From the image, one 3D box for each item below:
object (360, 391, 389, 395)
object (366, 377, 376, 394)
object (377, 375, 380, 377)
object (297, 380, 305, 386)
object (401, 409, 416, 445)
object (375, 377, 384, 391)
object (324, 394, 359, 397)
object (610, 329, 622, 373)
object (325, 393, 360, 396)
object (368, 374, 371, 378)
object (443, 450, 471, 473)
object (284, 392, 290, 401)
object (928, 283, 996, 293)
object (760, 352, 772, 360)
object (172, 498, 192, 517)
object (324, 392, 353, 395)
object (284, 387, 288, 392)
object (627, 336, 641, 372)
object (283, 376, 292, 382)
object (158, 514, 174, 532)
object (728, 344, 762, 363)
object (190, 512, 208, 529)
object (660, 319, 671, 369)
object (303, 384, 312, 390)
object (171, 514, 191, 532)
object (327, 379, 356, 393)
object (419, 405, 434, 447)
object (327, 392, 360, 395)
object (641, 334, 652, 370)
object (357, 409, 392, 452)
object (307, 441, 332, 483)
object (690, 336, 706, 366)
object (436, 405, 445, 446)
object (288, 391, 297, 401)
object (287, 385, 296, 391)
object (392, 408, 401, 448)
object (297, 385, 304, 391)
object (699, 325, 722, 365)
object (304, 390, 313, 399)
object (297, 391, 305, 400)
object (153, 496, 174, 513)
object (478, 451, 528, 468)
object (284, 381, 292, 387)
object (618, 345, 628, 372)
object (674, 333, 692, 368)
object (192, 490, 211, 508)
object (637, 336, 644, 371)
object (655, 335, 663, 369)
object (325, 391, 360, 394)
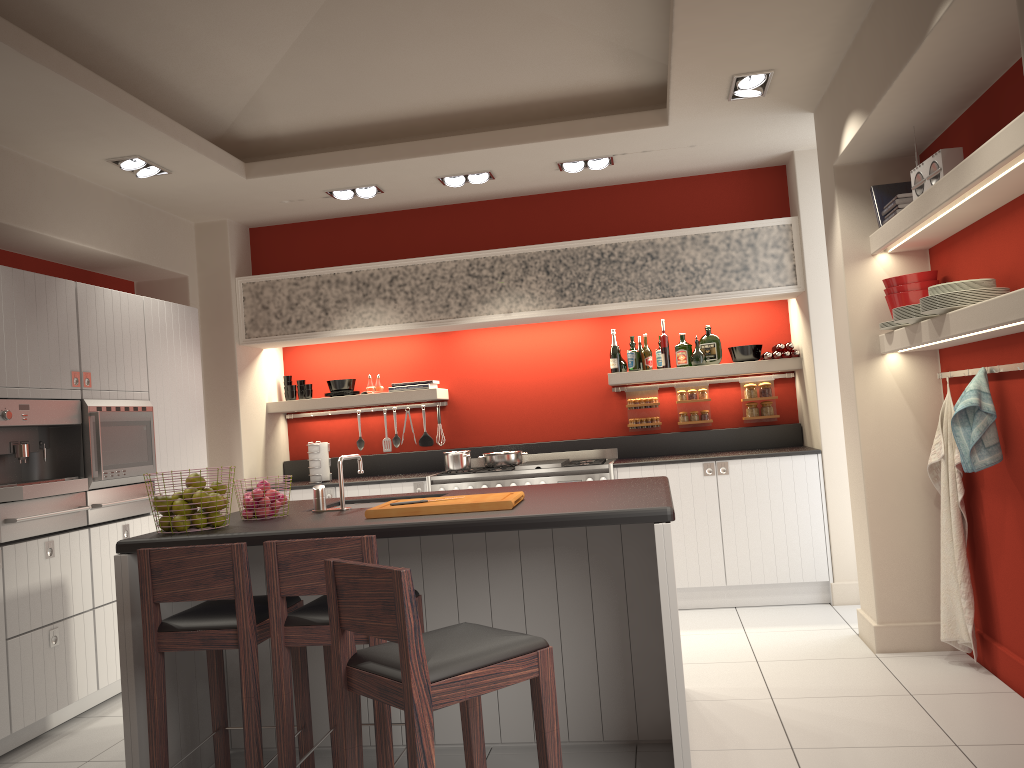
[{"bbox_3d":[-1.076,0.068,6.978,0.160,0.027,0.183,-6,-3,37],"label":"object"},{"bbox_3d":[-1.107,0.013,6.945,0.076,0.131,0.076,-2,-3,-39],"label":"object"},{"bbox_3d":[-1.057,-0.063,7.021,0.026,0.032,0.023,-4,-3,-8],"label":"object"},{"bbox_3d":[-1.694,0.008,7.130,0.070,0.076,0.070,-4,-3,-20],"label":"object"},{"bbox_3d":[-0.832,0.337,7.071,0.124,0.297,0.009,-5,-3,9],"label":"object"},{"bbox_3d":[-1.053,0.012,7.017,0.077,0.134,0.076,-4,-3,-7],"label":"object"},{"bbox_3d":[-1.347,0.097,7.044,0.280,0.016,0.280,-5,-2,8],"label":"object"},{"bbox_3d":[0.766,-0.244,6.597,0.083,0.331,0.083,-4,-3,-20],"label":"object"},{"bbox_3d":[-1.347,0.092,7.044,0.280,0.016,0.280,-5,-2,8],"label":"object"},{"bbox_3d":[-1.114,-0.062,6.949,0.023,0.031,0.024,-2,-3,-39],"label":"object"},{"bbox_3d":[-0.392,0.561,6.386,0.201,0.148,0.201,-5,-2,2],"label":"object"},{"bbox_3d":[-1.797,0.105,7.144,0.070,0.076,0.070,-4,-3,-20],"label":"object"},{"bbox_3d":[1.886,-0.393,3.717,0.255,0.015,0.255,-4,-2,-10],"label":"object"},{"bbox_3d":[1.852,-0.201,6.441,0.062,0.062,0.366,-5,-2,9],"label":"object"},{"bbox_3d":[-1.277,0.480,3.431,0.076,0.077,0.076,-3,-3,-26],"label":"object"},{"bbox_3d":[-1.348,0.081,7.044,0.280,0.016,0.280,-5,-2,8],"label":"object"},{"bbox_3d":[-1.800,0.061,7.146,0.070,0.076,0.070,-4,-3,-20],"label":"object"},{"bbox_3d":[0.897,-0.223,6.554,0.094,0.264,0.094,-4,-3,-2],"label":"object"},{"bbox_3d":[-1.807,-0.026,7.150,0.070,0.076,0.070,-4,-3,-20],"label":"object"},{"bbox_3d":[-1.331,0.537,3.430,0.068,0.068,0.068,-5,-3,20],"label":"object"},{"bbox_3d":[1.729,-0.218,6.557,0.251,0.121,0.251,-4,-2,-9],"label":"object"},{"bbox_3d":[-1.214,0.529,3.445,0.068,0.068,0.068,-5,-3,20],"label":"object"},{"bbox_3d":[1.133,-0.291,6.586,0.062,0.366,0.210,-5,-3,8],"label":"object"},{"bbox_3d":[-1.611,0.041,7.008,0.070,0.076,0.070,-4,-3,-20],"label":"object"},{"bbox_3d":[-1.261,0.530,3.377,0.068,0.068,0.068,-5,-3,20],"label":"object"},{"bbox_3d":[-1.353,0.024,7.047,0.232,0.108,0.232,-2,-3,-40],"label":"object"},{"bbox_3d":[-0.691,0.335,7.066,0.123,0.331,0.040,-5,-3,9],"label":"object"},{"bbox_3d":[-1.348,0.086,7.044,0.280,0.016,0.280,-5,-2,8],"label":"object"},{"bbox_3d":[1.008,-0.237,6.644,0.080,0.278,0.080,-5,-3,12],"label":"object"},{"bbox_3d":[-1.115,0.379,7.111,0.287,0.351,0.022,-5,-3,10],"label":"object"},{"bbox_3d":[-1.441,0.580,6.612,0.163,0.304,0.168,-6,-3,38],"label":"object"},{"bbox_3d":[1.354,-0.244,6.471,0.113,0.226,0.113,-5,-3,20],"label":"object"},{"bbox_3d":[-0.574,0.330,7.029,0.069,0.328,0.069,-4,-3,-14],"label":"object"},{"bbox_3d":[-1.726,0.093,6.974,0.070,0.076,0.070,-4,-3,-20],"label":"object"},{"bbox_3d":[-1.729,0.049,6.977,0.070,0.076,0.070,-4,-3,-20],"label":"object"},{"bbox_3d":[-0.929,0.349,7.084,0.067,0.324,0.022,-5,-3,8],"label":"object"},{"bbox_3d":[-1.691,0.052,7.128,0.070,0.076,0.070,-4,-3,-20],"label":"object"},{"bbox_3d":[1.469,-0.285,6.592,0.186,0.303,0.057,-7,-3,39],"label":"object"},{"bbox_3d":[-1.607,0.085,7.006,0.070,0.076,0.070,-4,-3,-20],"label":"object"},{"bbox_3d":[-1.687,0.096,7.126,0.070,0.076,0.070,-4,-3,-20],"label":"object"},{"bbox_3d":[-1.348,0.464,3.429,0.077,0.068,0.076,-5,-2,2],"label":"object"},{"bbox_3d":[-0.068,0.565,6.661,0.309,0.105,0.309,-6,-3,37],"label":"object"},{"bbox_3d":[-1.804,0.018,7.148,0.070,0.076,0.070,-4,-3,-20],"label":"object"},{"bbox_3d":[0.820,-0.190,6.774,0.113,0.226,0.113,-2,-3,-40],"label":"object"},{"bbox_3d":[1.280,-0.249,6.611,0.112,0.260,0.071,-7,-3,38],"label":"object"},{"bbox_3d":[-1.195,0.442,3.413,0.067,0.068,0.067,-3,-3,-29],"label":"object"},{"bbox_3d":[0.978,-0.228,6.738,0.083,0.277,0.083,-5,-3,13],"label":"object"},{"bbox_3d":[1.131,-0.235,6.680,0.094,0.263,0.094,-3,-3,-25],"label":"object"},{"bbox_3d":[-1.349,0.076,7.045,0.280,0.016,0.280,-5,-2,8],"label":"object"}]
